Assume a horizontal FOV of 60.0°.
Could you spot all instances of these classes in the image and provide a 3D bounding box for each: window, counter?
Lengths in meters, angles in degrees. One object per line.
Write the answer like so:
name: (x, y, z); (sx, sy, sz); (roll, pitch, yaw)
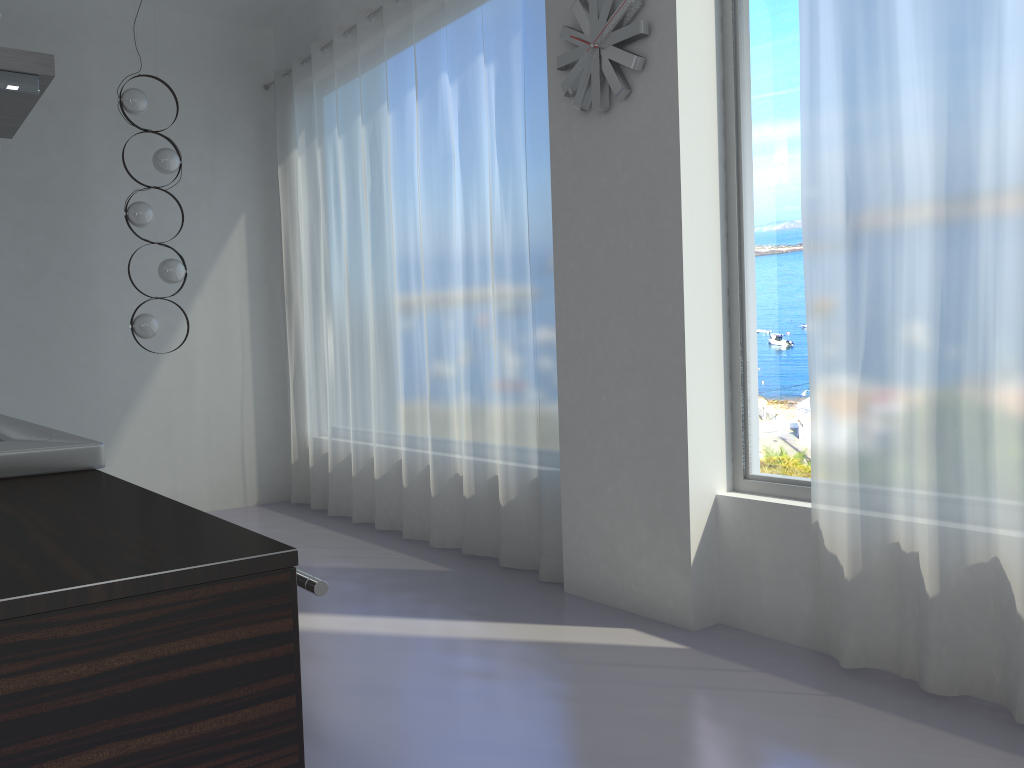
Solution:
window: (1.756, -0.817, 2.239); (0.100, 2.500, 3.000); (-4, 3, -37)
counter: (-1.734, 0.414, 2.012); (1.302, 1.300, 3.291); (-4, 3, -37)

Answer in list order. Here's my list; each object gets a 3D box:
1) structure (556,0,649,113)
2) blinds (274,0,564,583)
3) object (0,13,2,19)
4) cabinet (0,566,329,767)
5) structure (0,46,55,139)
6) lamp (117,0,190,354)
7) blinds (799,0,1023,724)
structure: (0.343, -1.341, 3.525); (0.076, 0.505, 0.505); (-4, 3, -37)
blinds: (-0.755, -0.661, 5.249); (0.120, 3.112, 3.245); (-4, 3, -37)
object: (-1.791, -1.161, 2.986); (0.137, 0.174, 0.137); (-1, 2, 18)
cabinet: (-1.736, 0.639, 2.016); (1.377, 0.852, 3.285); (-4, 3, -37)
structure: (-2.176, -1.548, 3.014); (0.915, 1.231, 0.981); (-4, 3, -37)
lamp: (-2.208, -1.371, 5.444); (0.367, 2.370, 0.180); (-4, 3, -43)
blinds: (1.795, -0.615, 1.829); (0.120, 3.112, 2.830); (-4, 3, -37)
